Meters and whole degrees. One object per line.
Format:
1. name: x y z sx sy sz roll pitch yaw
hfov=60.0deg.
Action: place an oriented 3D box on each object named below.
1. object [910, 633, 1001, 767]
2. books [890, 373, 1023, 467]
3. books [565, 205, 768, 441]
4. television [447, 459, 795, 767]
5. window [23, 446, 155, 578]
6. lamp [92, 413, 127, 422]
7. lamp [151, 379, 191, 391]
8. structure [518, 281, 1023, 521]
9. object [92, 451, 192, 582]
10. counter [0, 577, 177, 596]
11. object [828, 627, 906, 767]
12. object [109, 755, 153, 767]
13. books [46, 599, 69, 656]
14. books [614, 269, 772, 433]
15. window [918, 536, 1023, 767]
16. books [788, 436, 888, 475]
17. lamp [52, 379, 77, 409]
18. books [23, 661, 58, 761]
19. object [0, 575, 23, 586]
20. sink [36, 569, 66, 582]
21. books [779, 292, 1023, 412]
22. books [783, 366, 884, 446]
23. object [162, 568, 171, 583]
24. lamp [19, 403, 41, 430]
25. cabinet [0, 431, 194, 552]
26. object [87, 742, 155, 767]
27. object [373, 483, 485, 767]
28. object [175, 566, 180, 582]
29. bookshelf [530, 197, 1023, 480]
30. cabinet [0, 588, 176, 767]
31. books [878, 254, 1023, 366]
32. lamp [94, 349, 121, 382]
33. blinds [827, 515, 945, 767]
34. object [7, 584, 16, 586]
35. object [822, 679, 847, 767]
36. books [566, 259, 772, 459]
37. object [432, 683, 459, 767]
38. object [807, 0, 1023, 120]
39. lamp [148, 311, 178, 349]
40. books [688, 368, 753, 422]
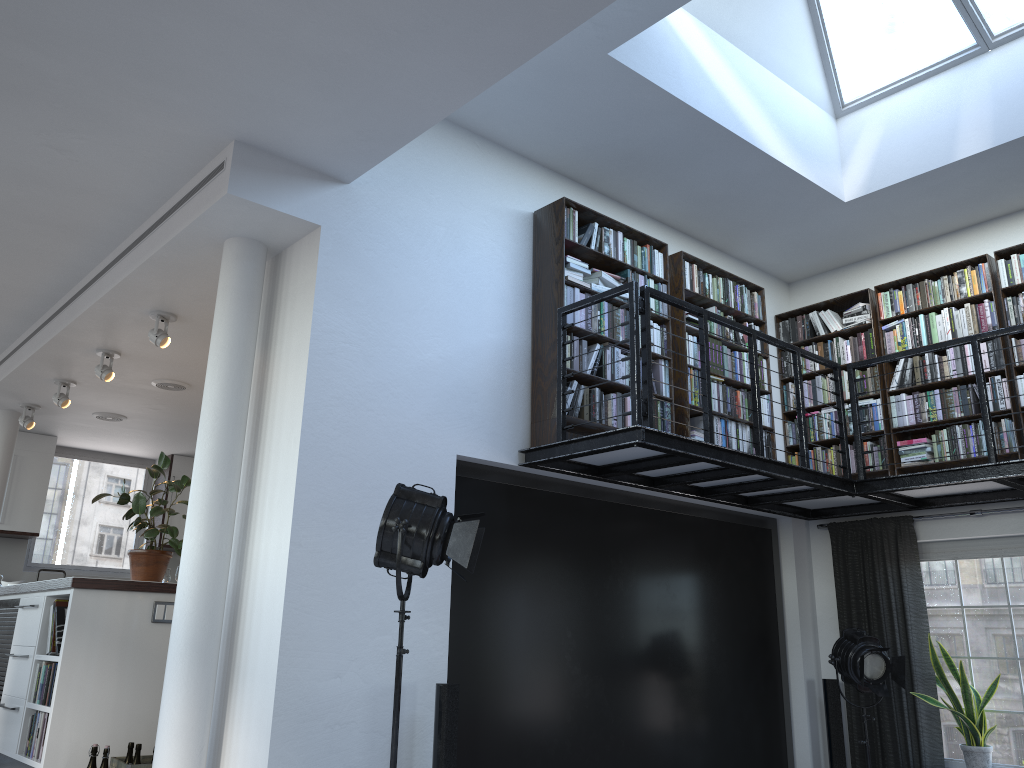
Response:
1. object: 2.948 2.198 6.049 0.524 0.950 0.548 11 -20 -28
2. books: 4.042 -0.229 5.546 0.239 1.135 3.371 17 -22 -39
3. books: 1.067 -0.257 6.243 2.195 1.439 0.313 15 -23 -38
4. television: 0.863 1.915 5.732 3.335 2.455 0.116 15 -23 -38
5. window: -5.008 1.532 10.559 1.291 1.476 0.132 16 -23 -38
6. lamp: -4.096 0.340 9.019 0.328 0.025 0.325 -6 -18 23
7. lamp: -3.012 0.014 7.829 0.327 0.025 0.326 13 -20 -34
8. structure: 2.147 0.942 3.987 4.591 3.393 4.461 15 -22 -38
9. object: -2.431 0.901 5.971 0.774 0.901 0.432 -4 -19 16
10. counter: -3.345 1.689 7.016 1.439 0.062 4.174 15 -21 -39
11. object: 3.297 2.285 5.274 2.896 1.596 0.747 -9 -21 32
12. object: -1.953 2.201 4.900 0.453 0.251 0.387 13 -20 -33
13. books: -2.694 1.483 5.402 0.185 0.332 0.321 16 -23 -38
14. books: 2.678 -0.464 4.900 1.590 1.153 4.309 16 -22 -39
15. window: 3.318 1.884 6.122 0.132 1.624 1.160 17 -23 -38
16. books: 3.413 -0.400 5.567 1.279 1.445 4.407 15 -21 -37
17. lamp: -3.948 0.098 7.791 0.182 0.241 0.182 14 -22 -35
18. books: -2.530 1.797 5.305 0.489 0.807 0.537 16 -23 -38
19. object: -4.707 1.874 8.288 0.269 0.175 0.129 5 -18 -11
20. sink: -4.266 2.055 8.489 0.645 0.525 0.543 15 -22 -38
21. books: 3.787 -0.292 5.849 0.241 1.412 4.414 16 -22 -38
22. books: 3.792 -0.302 5.854 0.226 1.428 4.409 17 -22 -39
23. object: -2.840 1.622 7.246 0.082 0.225 0.082 -15 -24 41
24. lamp: -4.712 0.328 8.629 0.182 0.241 0.182 14 -22 -35
25. cabinet: -3.822 1.296 6.890 7.190 3.036 7.254 15 -22 -39
26. object: -2.045 2.141 4.838 0.555 0.328 0.286 5 -18 -13
27. object: -0.395 1.215 3.795 0.544 1.597 0.604 0 -18 3
28. object: -2.628 1.559 7.015 0.082 0.225 0.082 -4 -19 15
29. bookshelf: 2.761 -0.505 4.982 3.072 1.635 4.448 15 -22 -39
30. cabinet: -3.351 2.252 6.822 1.492 1.185 4.144 16 -22 -39
31. books: 3.801 -0.574 5.953 0.212 0.837 2.620 16 -22 -38
32. lamp: -3.185 -0.131 6.953 0.182 0.241 0.182 14 -22 -35
33. blinds: 3.291 1.994 5.776 0.124 2.413 2.492 16 -23 -38
34. object: -4.321 1.797 7.731 0.156 0.094 0.156 15 -22 -38
35. object: 2.359 2.799 6.454 0.157 1.235 0.156 10 -20 -24
36. books: 2.459 -0.654 4.748 2.193 1.425 4.350 16 -22 -39
37. object: -0.350 2.085 4.240 0.157 1.235 0.156 -9 -21 29
38. object: 2.760 -2.631 5.645 1.179 0.641 2.208 15 -22 -39
39. lamp: -2.422 -0.360 6.115 0.182 0.241 0.182 14 -22 -35
40. books: 2.877 -0.551 5.068 1.164 1.420 4.357 16 -22 -39
